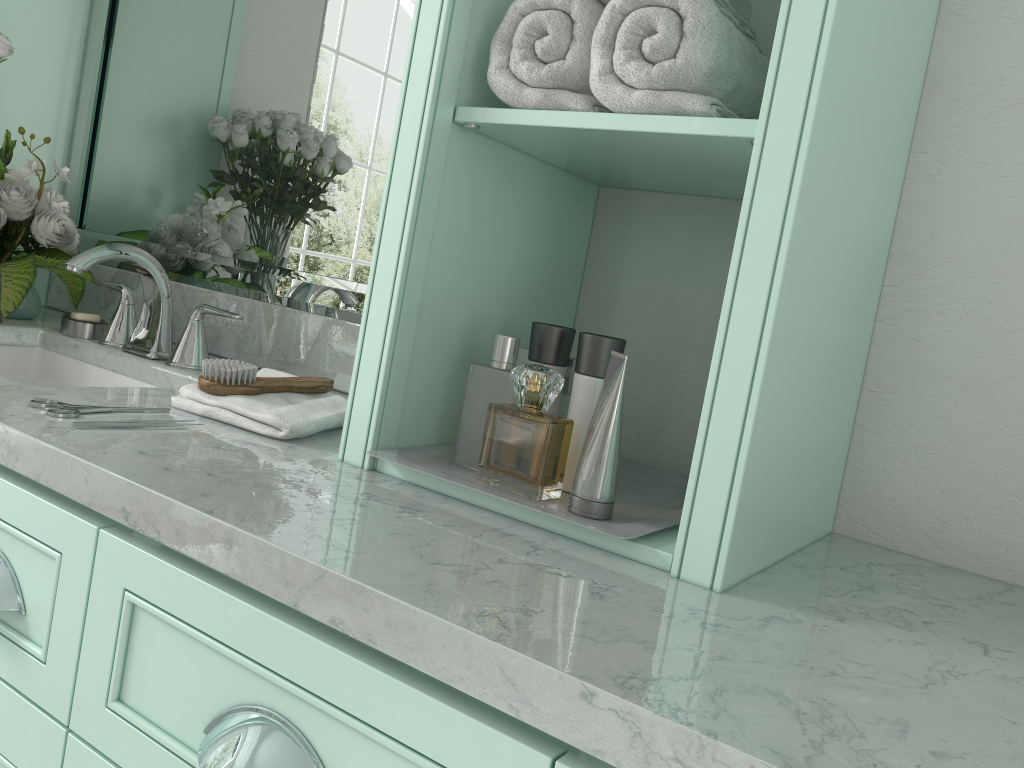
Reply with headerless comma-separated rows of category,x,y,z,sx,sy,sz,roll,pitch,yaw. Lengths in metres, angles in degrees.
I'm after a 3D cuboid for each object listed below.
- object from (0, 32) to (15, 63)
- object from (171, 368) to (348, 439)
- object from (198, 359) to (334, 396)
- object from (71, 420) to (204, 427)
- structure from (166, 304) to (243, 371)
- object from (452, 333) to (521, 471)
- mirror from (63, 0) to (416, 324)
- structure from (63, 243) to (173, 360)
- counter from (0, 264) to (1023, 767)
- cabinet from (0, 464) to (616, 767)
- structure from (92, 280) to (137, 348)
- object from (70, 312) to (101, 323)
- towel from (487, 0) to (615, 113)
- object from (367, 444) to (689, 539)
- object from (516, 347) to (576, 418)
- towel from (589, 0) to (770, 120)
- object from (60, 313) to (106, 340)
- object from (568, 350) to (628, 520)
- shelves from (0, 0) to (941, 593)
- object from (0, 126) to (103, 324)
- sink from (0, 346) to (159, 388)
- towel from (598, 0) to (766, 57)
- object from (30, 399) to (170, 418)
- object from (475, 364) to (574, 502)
object,-1.250,-0.479,1.710,0.358,0.652,0.390,14,5,44
object,-0.361,0.024,1.311,0.318,0.055,0.239,13,6,29
object,-0.359,-0.007,1.331,0.068,0.044,0.228,15,7,41
object,-0.456,0.048,1.085,0.020,0.005,0.167,14,7,36
structure,-0.558,-0.085,1.640,0.157,0.121,0.083,12,4,16
object,-0.020,0.024,1.093,0.093,0.169,0.035,13,4,32
mirror,-0.382,-1.128,1.781,1.442,1.928,0.015,13,4,33
structure,-0.708,-0.154,1.633,0.103,0.204,0.234,12,5,21
counter,-0.219,0.032,1.247,2.819,0.181,0.823,14,7,32
cabinet,-0.342,0.654,1.266,2.809,1.095,0.862,14,5,32
structure,-0.807,-0.144,1.779,0.157,0.121,0.083,12,4,16
object,-0.872,-0.136,1.812,0.051,0.022,0.077,6,7,-37
towel,0.111,-0.390,1.134,0.154,0.162,0.311,13,6,32
object,0.084,0.122,1.135,0.351,0.008,0.438,14,7,32
object,0.041,0.033,1.195,0.093,0.151,0.035,13,4,35
towel,0.223,-0.361,1.058,0.161,0.159,0.304,13,6,32
object,-0.886,-0.119,1.829,0.079,0.035,0.134,6,7,-39
object,0.100,0.054,0.962,0.050,0.179,0.049,13,4,34
shelves,0.025,-0.961,1.277,2.820,2.118,0.464,13,5,32
object,-1.077,-0.341,1.900,0.454,0.401,0.393,13,6,34
sink,-0.825,0.013,1.525,0.605,0.079,0.346,14,7,32
towel,0.205,-0.496,1.097,0.169,0.142,0.298,13,6,32
object,-0.533,0.029,1.143,0.075,0.007,0.175,13,6,24
object,0.019,0.050,1.017,0.093,0.147,0.063,13,5,37
